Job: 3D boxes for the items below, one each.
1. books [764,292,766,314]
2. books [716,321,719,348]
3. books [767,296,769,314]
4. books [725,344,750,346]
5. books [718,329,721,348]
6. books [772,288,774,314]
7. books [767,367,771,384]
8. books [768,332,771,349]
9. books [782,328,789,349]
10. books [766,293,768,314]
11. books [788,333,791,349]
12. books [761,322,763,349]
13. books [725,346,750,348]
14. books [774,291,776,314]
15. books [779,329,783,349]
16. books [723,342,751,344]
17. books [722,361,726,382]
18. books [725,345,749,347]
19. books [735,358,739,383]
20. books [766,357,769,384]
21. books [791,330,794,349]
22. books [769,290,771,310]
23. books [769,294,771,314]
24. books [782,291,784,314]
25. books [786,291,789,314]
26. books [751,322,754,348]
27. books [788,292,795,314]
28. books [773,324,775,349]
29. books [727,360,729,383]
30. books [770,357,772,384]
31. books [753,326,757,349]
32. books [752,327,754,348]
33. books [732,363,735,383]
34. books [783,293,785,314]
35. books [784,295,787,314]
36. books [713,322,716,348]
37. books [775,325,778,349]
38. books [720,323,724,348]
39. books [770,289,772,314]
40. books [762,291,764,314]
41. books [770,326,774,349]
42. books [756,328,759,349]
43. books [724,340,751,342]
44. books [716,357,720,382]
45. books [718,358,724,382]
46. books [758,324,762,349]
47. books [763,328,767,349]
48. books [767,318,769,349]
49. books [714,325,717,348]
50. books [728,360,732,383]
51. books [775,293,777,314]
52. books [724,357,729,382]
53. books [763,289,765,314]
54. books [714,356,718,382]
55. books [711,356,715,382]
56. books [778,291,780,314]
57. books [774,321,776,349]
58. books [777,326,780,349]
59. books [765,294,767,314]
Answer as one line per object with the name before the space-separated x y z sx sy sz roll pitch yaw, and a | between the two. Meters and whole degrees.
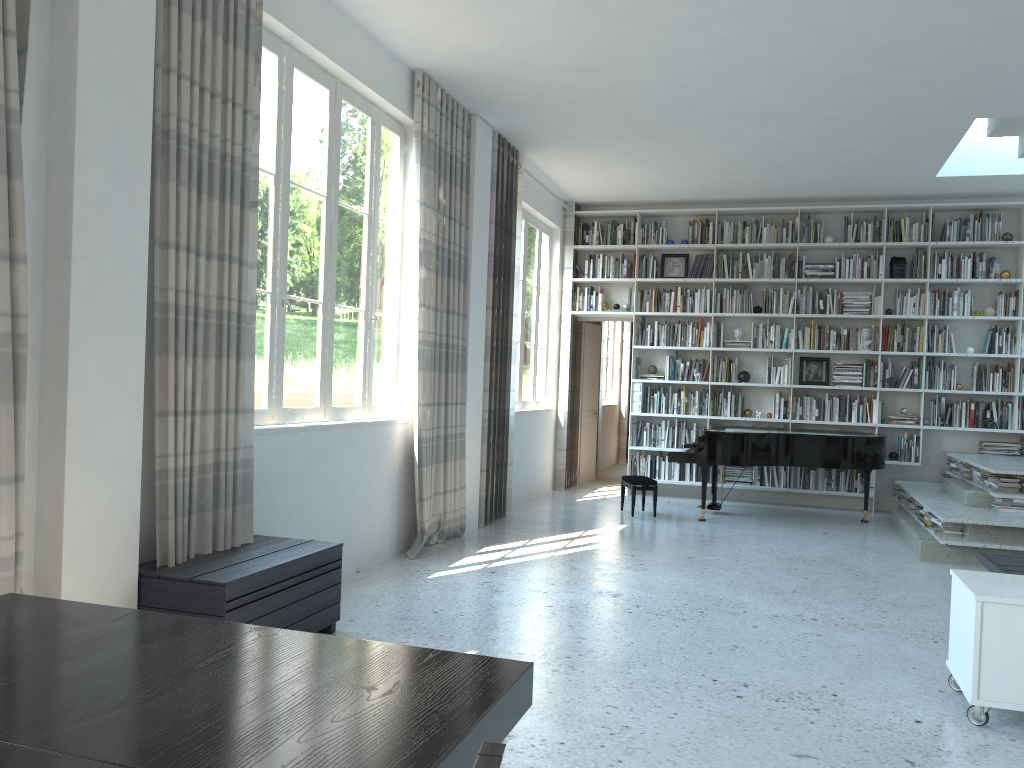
books | 2.708 -0.858 9.489 0.005 0.240 0.173 2 1 17
books | 2.243 -0.534 9.666 0.011 0.298 0.135 2 1 17
books | 2.745 -0.836 9.492 0.011 0.200 0.162 2 1 17
books | 2.433 -0.421 9.584 0.254 0.012 0.161 2 0 12
books | 2.260 -0.490 9.650 0.034 0.210 0.136 2 1 17
books | 2.790 -0.878 9.487 0.033 0.287 0.155 2 1 17
books | 2.750 -0.091 9.486 0.025 0.186 0.154 2 1 17
books | 2.755 -0.461 9.500 0.025 0.189 0.140 2 1 17
books | 2.907 -0.474 9.430 0.060 0.227 0.179 2 1 17
books | 2.722 -0.855 9.475 0.005 0.236 0.178 2 1 17
books | 2.953 -0.449 9.435 0.027 0.181 0.142 2 1 17
books | 2.677 -0.512 9.500 0.012 0.286 0.167 2 1 17
books | 2.436 -0.396 9.595 0.254 0.012 0.161 2 0 17
books | 2.801 -0.856 9.448 0.013 0.244 0.188 2 1 17
books | 2.873 -0.471 9.465 0.026 0.219 0.150 2 1 17
books | 2.436 -0.445 9.590 0.285 0.012 0.159 2 0 19
books | 2.301 -0.129 9.629 0.025 0.228 0.153 2 1 17
books | 2.433 -0.409 9.586 0.254 0.012 0.161 2 0 13
books | 2.431 -0.143 9.596 0.028 0.266 0.144 2 1 17
books | 2.735 -0.141 9.495 0.012 0.285 0.159 2 1 17
books | 2.980 -0.466 9.429 0.026 0.217 0.126 2 1 17
books | 2.758 -0.869 9.497 0.009 0.267 0.149 2 1 17
books | 2.755 -0.844 9.464 0.006 0.216 0.181 2 1 17
books | 2.883 -0.858 9.447 0.010 0.257 0.140 2 1 17
books | 2.930 -0.857 9.427 0.022 0.257 0.155 2 1 17
books | 2.585 -0.515 9.532 0.012 0.285 0.159 2 1 17
books | 2.965 -0.845 9.394 0.064 0.237 0.208 2 1 17
books | 2.793 -0.497 9.458 0.012 0.265 0.193 2 1 17
books | 2.345 -0.136 9.615 0.014 0.244 0.153 2 1 17
books | 2.773 -0.143 9.491 0.011 0.292 0.156 2 1 17
books | 2.612 -0.495 9.518 0.030 0.247 0.174 2 1 17
books | 2.598 -0.488 9.542 0.010 0.232 0.154 2 1 17
books | 2.399 -0.120 9.590 0.028 0.216 0.175 2 1 17
books | 2.894 -0.844 9.448 0.011 0.229 0.165 2 1 17
books | 2.910 -0.837 9.443 0.024 0.216 0.142 2 1 17
books | 2.206 -0.529 9.665 0.012 0.285 0.159 2 1 17
books | 2.823 -0.493 9.459 0.023 0.260 0.170 2 1 17
books | 2.286 -0.523 9.636 0.021 0.278 0.136 2 1 17
books | 2.768 -0.873 9.483 0.005 0.275 0.157 2 1 17
books | 2.693 -0.865 9.514 0.005 0.254 0.161 2 1 17
books | 2.776 -0.489 9.474 0.028 0.247 0.170 2 1 17
books | 2.646 -0.484 9.538 0.024 0.227 0.137 2 1 17
books | 2.435 -0.457 9.585 0.285 0.012 0.159 2 0 13
books | 2.244 -0.155 9.650 0.026 0.275 0.154 2 1 17
books | 2.271 -0.148 9.634 0.036 0.263 0.166 2 1 17
books | 2.664 -0.503 9.517 0.022 0.267 0.151 2 1 17
books | 2.710 -0.480 9.507 0.048 0.225 0.149 2 1 17
books | 2.737 -0.531 9.490 0.010 0.329 0.173 2 1 17
books | 2.221 -0.515 9.655 0.024 0.257 0.134 2 1 17
books | 2.370 -0.137 9.624 0.028 0.248 0.142 2 1 17
books | 2.822 -0.851 9.479 0.011 0.236 0.130 2 1 17
books | 2.320 -0.152 9.601 0.026 0.274 0.190 2 1 17
books | 2.704 -0.876 9.519 0.012 0.276 0.129 2 1 17
books | 2.219 -0.161 9.653 0.025 0.284 0.145 2 1 17
books | 2.192 -0.162 9.671 0.012 0.285 0.159 2 1 17
books | 2.845 -0.859 9.453 0.006 0.253 0.180 2 1 17
books | 2.807 -0.514 9.463 0.011 0.301 0.178 2 1 17
books | 2.850 -0.490 9.472 0.022 0.256 0.152 2 1 17
books | 2.721 -0.845 9.503 0.013 0.216 0.149 2 1 17
